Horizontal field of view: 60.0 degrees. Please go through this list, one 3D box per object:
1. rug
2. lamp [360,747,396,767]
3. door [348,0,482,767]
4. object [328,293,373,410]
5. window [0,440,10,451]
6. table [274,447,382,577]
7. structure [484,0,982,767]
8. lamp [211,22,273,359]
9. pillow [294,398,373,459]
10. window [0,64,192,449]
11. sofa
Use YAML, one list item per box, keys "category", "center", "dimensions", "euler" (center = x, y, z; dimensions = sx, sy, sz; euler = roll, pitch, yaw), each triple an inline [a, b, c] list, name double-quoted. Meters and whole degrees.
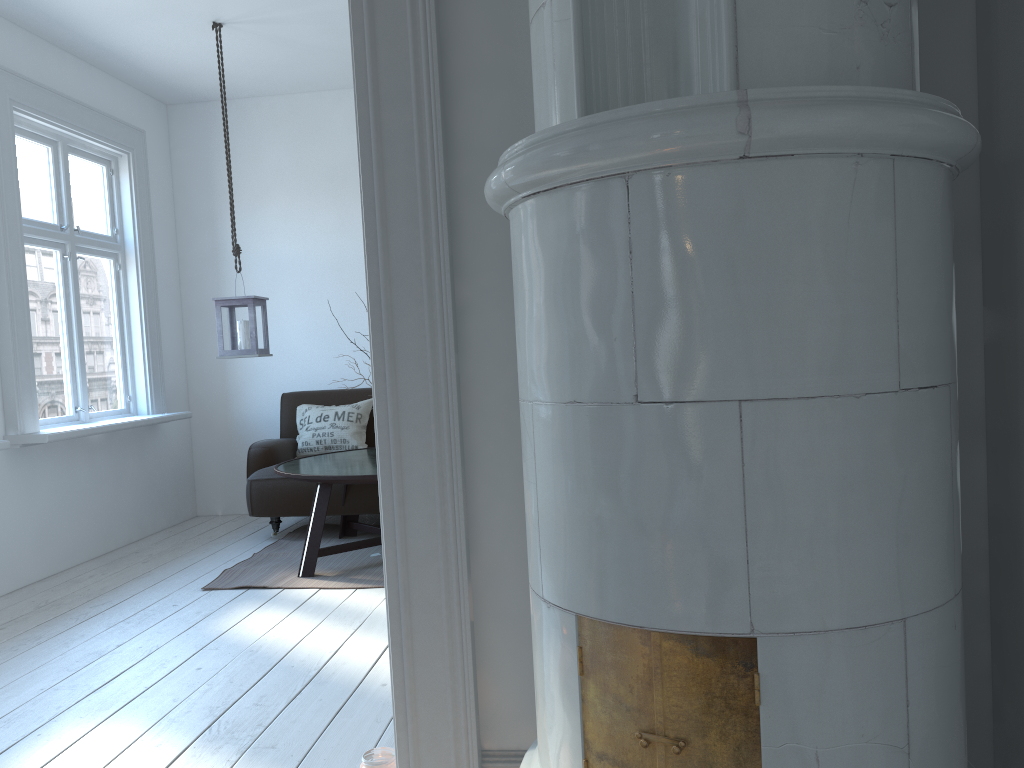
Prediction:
- category: "rug"
  center: [-0.544, 0.857, 4.688]
  dimensions: [1.710, 0.055, 1.454]
  euler: [-3, 2, 7]
- category: "lamp"
  center: [-0.301, 0.906, 2.040]
  dimensions: [0.093, 0.110, 0.093]
  euler: [-2, 3, 24]
- category: "door"
  center: [-0.936, -0.248, 2.030]
  dimensions: [2.599, 2.508, 0.577]
  euler: [-3, 3, 7]
- category: "object"
  center: [-0.502, -0.148, 4.531]
  dimensions: [0.845, 1.067, 0.525]
  euler: [-4, 3, -22]
- category: "window"
  center: [-2.564, -0.568, 3.223]
  dimensions: [0.375, 1.847, 1.454]
  euler: [-3, 3, 7]
- category: "table"
  center: [-0.560, 0.634, 4.650]
  dimensions: [1.300, 0.504, 1.299]
  euler: [-3, 2, -3]
- category: "structure"
  center: [0.169, -0.362, 1.346]
  dimensions: [1.247, 2.830, 0.800]
  euler: [-5, 4, -38]
- category: "lamp"
  center: [-1.473, -1.020, 4.685]
  dimensions: [0.228, 1.764, 0.228]
  euler: [-3, 3, 4]
- category: "pillow"
  center: [-1.129, 0.288, 5.599]
  dimensions: [0.519, 0.367, 0.238]
  euler: [-3, 3, 7]
- category: "window"
  center: [-13.615, -2.640, 27.138]
  dimensions: [27.757, 15.035, 51.235]
  euler: [-3, 2, 7]
- category: "sofa"
  center: [-0.471, 0.427, 5.421]
  dimensions: [2.165, 0.825, 0.967]
  euler: [-3, 3, 7]
